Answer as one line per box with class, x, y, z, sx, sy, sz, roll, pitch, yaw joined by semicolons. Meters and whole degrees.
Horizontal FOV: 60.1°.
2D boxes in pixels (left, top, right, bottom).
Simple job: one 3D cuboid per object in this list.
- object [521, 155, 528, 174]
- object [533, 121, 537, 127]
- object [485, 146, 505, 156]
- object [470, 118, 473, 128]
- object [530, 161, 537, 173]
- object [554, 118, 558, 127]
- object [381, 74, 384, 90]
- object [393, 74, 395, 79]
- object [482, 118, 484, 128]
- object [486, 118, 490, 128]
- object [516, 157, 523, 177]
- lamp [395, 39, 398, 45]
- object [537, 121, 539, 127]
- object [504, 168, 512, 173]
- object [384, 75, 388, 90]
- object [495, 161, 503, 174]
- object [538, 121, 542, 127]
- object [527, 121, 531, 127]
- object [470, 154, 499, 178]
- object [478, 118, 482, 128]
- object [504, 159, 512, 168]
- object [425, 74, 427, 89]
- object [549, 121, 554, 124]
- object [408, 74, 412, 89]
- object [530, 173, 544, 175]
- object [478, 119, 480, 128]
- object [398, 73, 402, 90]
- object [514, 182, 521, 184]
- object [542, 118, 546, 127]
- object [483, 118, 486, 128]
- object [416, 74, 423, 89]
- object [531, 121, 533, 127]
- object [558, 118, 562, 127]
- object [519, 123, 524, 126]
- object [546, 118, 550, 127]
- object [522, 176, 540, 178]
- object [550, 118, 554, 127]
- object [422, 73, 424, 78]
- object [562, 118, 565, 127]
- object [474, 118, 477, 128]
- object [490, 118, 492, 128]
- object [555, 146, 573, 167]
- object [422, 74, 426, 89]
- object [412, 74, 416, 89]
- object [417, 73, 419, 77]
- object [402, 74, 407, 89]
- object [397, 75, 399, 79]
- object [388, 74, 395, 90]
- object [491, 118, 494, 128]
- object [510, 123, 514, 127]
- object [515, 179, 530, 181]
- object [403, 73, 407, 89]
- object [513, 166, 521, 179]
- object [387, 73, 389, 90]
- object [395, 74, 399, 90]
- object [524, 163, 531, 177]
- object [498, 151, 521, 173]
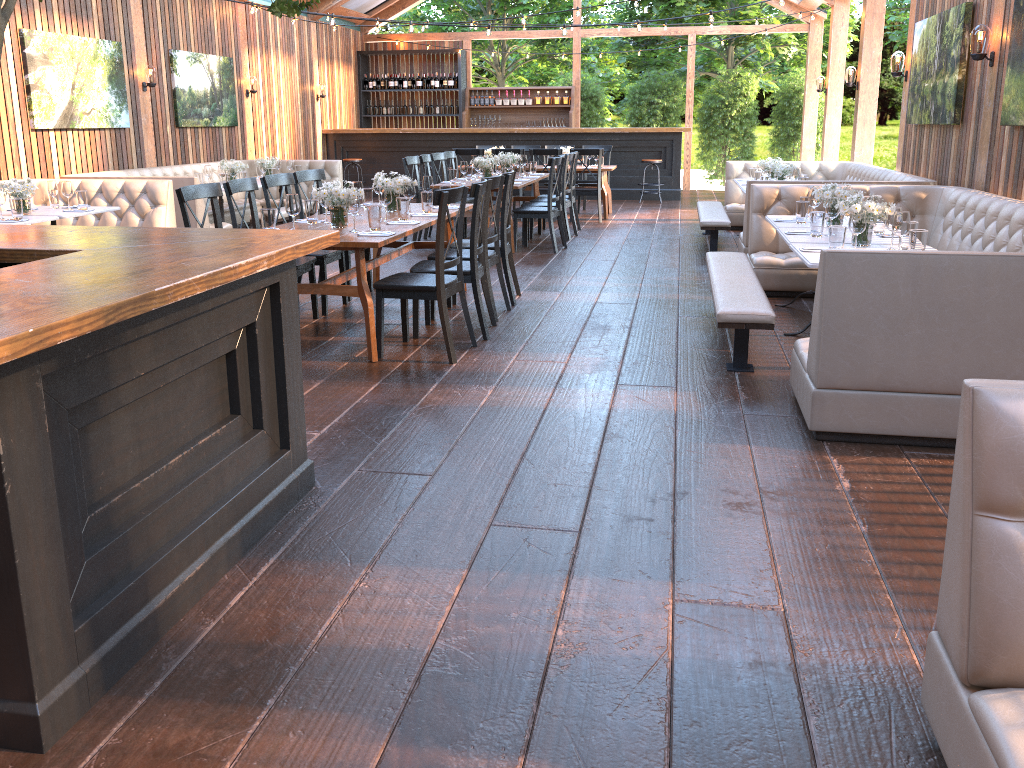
object;0.157;-2.839;11.448;0.093;0.241;0.093;-10;17;-36
object;0.471;-5.329;18.138;0.097;0.132;0.099;-1;14;-3
object;-0.237;-3.454;13.416;0.337;0.305;0.333;-7;16;-23
object;-0.834;-5.372;18.214;0.070;0.183;0.071;3;14;15
object;0.277;-2.810;11.497;0.092;0.156;0.093;10;17;36
object;0.889;-5.282;17.883;0.073;0.178;0.074;-4;14;-15
object;-2.684;-6.272;18.384;0.078;0.307;0.079;1;13;6
object;-2.458;-6.311;18.487;0.081;0.319;0.082;-3;14;-11
object;-0.590;-5.387;18.259;0.070;0.183;0.071;3;14;15
object;-0.493;-5.351;18.137;0.070;0.183;0.071;3;14;15
object;0.091;-2.670;10.881;0.093;0.241;0.093;-10;17;-36
lamp;-2.396;-7.108;18.391;0.056;0.116;0.068;-1;14;-3
object;0.555;-5.360;18.240;0.097;0.132;0.099;-1;14;-3
object;-0.041;-2.328;9.877;0.092;0.156;0.093;-9;17;-32
object;-2.611;-6.252;18.330;0.075;0.298;0.076;6;15;27
object;-0.143;-2.349;9.804;0.092;0.241;0.093;-8;16;-30
object;0.584;-5.329;18.134;0.097;0.132;0.099;-1;14;-3
object;0.352;-5.337;18.166;0.097;0.132;0.099;-1;14;-3
object;-0.296;-2.476;10.119;0.339;0.305;0.331;-15;21;-43
object;-0.655;-5.362;18.175;0.070;0.183;0.071;3;14;15
object;-0.043;-2.521;10.387;0.093;0.241;0.093;-10;17;-36
object;-1.787;-6.250;18.302;0.077;0.302;0.078;6;15;26
object;0.805;-5.314;18.082;0.097;0.132;0.099;-1;14;-3
object;-2.107;-6.246;18.283;0.078;0.307;0.079;1;13;6
object;0.287;-2.698;11.361;0.255;0.018;0.160;3;17;11
object;-0.673;-5.390;18.269;0.070;0.183;0.071;3;14;15
object;-2.307;-6.248;18.274;0.081;0.319;0.082;-3;14;-11
object;-0.023;-2.210;9.722;0.255;0.018;0.160;3;17;11
object;0.649;-5.294;17.927;0.073;0.178;0.074;-4;14;-15
object;-0.565;-5.363;18.178;0.070;0.183;0.071;3;14;15
object;-1.908;-6.238;18.251;0.137;0.311;0.138;-7;15;-27
object;0.442;-5.370;18.276;0.097;0.132;0.099;-1;14;-3
object;0.970;-5.283;17.884;0.073;0.178;0.074;-4;14;-15
object;0.201;-5.331;18.209;0.124;0.095;0.126;6;16;21
object;0.726;-5.287;17.904;0.073;0.178;0.074;-4;14;-15
object;0.209;-2.529;10.792;0.255;0.018;0.160;3;17;11
object;0.809;-5.286;17.898;0.073;0.178;0.074;-4;14;-15
object;-1.844;-6.278;18.366;0.081;0.319;0.082;-3;14;-11
object;1.035;-5.271;17.845;0.073;0.178;0.074;-4;14;-15
object;-0.751;-5.366;18.191;0.070;0.183;0.071;3;14;15
object;-0.416;-5.376;18.220;0.070;0.183;0.071;3;14;15
object;0.795;-3.398;13.208;0.338;0.305;0.332;13;20;42
object;-1.803;-6.219;18.203;0.075;0.298;0.076;-2;13;-6
object;-2.027;-6.228;18.223;0.077;0.304;0.078;-3;14;-11
object;-1.942;-6.283;18.371;0.087;0.329;0.089;-2;14;-9
object;-2.247;-6.276;18.386;0.137;0.311;0.138;-7;15;-27
object;-2.371;-6.285;18.436;0.075;0.298;0.076;6;15;27
object;-2.496;-6.270;18.372;0.137;0.311;0.138;-7;15;-27
object;-0.396;-5.351;18.133;0.070;0.183;0.071;3;14;15
object;-0.010;-5.378;18.371;0.124;0.095;0.126;6;16;21
object;0.075;-2.380;10.297;0.255;0.018;0.160;3;17;11
object;-2.206;-6.249;18.260;0.087;0.329;0.089;-2;14;-9
object;0.055;-2.494;10.443;0.092;0.156;0.093;10;17;36
object;-2.587;-6.308;18.465;0.087;0.329;0.089;-2;14;-9
object;-2.391;-6.252;18.318;0.077;0.302;0.078;6;15;26
object;0.189;-2.644;10.937;0.092;0.156;0.093;10;17;36
object;-0.053;-2.773;11.117;0.330;0.305;0.341;-6;16;-22
